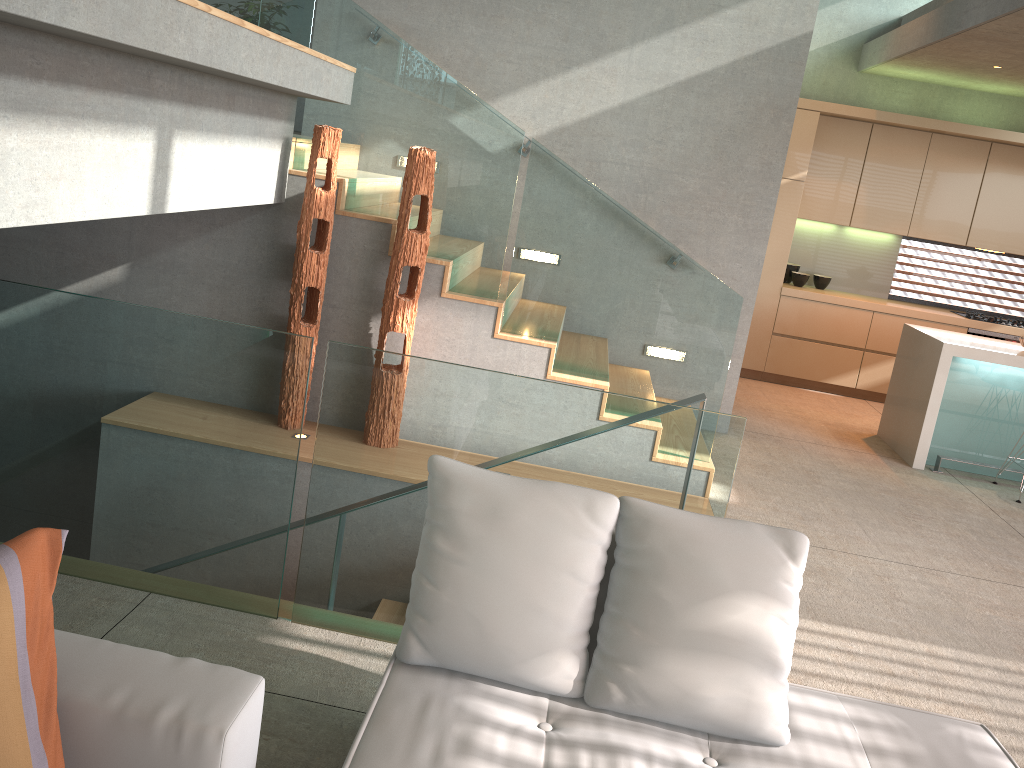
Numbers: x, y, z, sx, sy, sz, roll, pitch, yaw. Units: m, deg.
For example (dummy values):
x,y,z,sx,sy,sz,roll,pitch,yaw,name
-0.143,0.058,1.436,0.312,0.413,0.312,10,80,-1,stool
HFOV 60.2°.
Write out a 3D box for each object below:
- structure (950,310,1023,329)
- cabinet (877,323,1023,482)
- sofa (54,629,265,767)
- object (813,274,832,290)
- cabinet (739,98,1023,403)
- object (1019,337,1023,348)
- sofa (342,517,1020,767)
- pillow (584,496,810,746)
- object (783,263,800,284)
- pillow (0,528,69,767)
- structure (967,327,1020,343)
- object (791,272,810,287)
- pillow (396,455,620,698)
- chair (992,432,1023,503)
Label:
x,y,z,sx,sy,sz,roll,pitch,yaw,name
4.545,-0.555,8.140,0.839,0.090,0.471,10,14,4,structure
4.911,0.434,6.298,4.125,0.887,0.812,11,12,4,cabinet
-1.184,1.049,0.132,1.050,0.742,3.512,10,14,3,sofa
2.957,-0.970,8.450,0.169,0.125,0.172,7,13,-9,object
5.560,-0.595,7.393,7.477,2.532,1.993,11,11,4,cabinet
3.777,-0.258,6.287,0.315,0.081,0.320,10,14,4,object
0.453,0.870,1.945,1.597,0.723,1.028,10,13,4,sofa
0.457,0.572,2.150,0.493,0.476,0.269,11,11,4,pillow
2.642,-1.068,8.504,0.224,0.185,0.229,5,13,-18,object
-1.048,0.510,1.373,0.697,0.497,0.283,-2,16,-42,pillow
4.466,-0.190,7.949,0.829,0.494,0.080,10,10,4,structure
2.711,-0.982,8.337,0.169,0.125,0.172,7,13,-9,object
-0.014,0.473,2.185,0.492,0.491,0.241,10,11,4,pillow
3.529,0.460,5.847,0.382,0.615,0.387,10,11,4,chair
